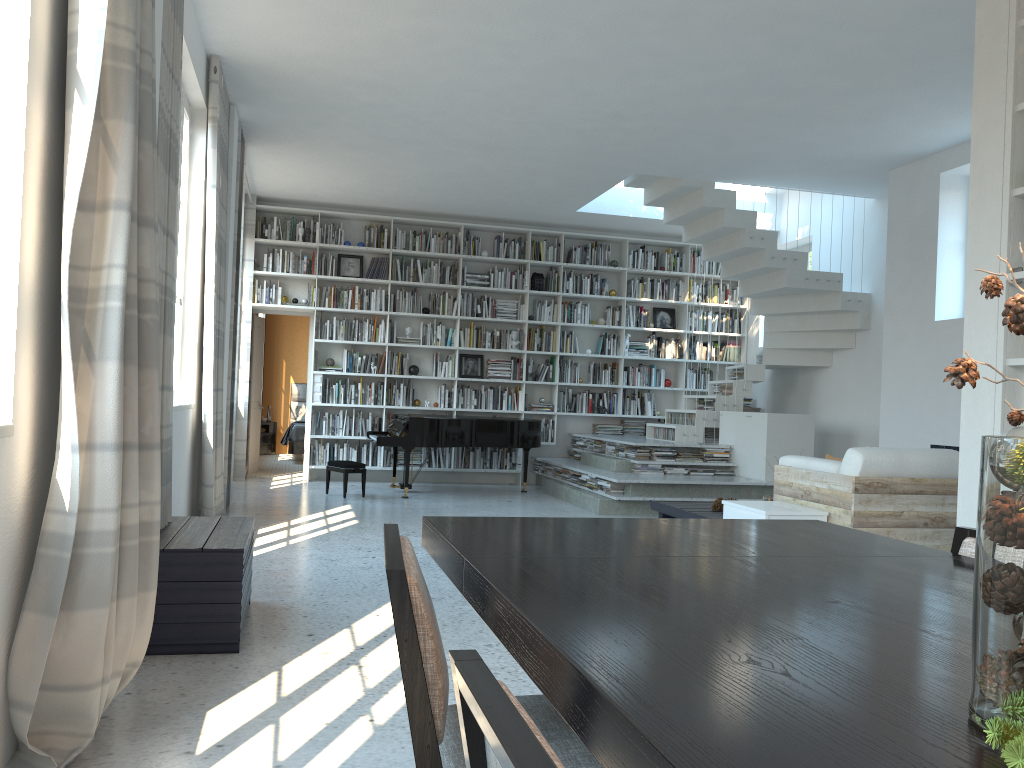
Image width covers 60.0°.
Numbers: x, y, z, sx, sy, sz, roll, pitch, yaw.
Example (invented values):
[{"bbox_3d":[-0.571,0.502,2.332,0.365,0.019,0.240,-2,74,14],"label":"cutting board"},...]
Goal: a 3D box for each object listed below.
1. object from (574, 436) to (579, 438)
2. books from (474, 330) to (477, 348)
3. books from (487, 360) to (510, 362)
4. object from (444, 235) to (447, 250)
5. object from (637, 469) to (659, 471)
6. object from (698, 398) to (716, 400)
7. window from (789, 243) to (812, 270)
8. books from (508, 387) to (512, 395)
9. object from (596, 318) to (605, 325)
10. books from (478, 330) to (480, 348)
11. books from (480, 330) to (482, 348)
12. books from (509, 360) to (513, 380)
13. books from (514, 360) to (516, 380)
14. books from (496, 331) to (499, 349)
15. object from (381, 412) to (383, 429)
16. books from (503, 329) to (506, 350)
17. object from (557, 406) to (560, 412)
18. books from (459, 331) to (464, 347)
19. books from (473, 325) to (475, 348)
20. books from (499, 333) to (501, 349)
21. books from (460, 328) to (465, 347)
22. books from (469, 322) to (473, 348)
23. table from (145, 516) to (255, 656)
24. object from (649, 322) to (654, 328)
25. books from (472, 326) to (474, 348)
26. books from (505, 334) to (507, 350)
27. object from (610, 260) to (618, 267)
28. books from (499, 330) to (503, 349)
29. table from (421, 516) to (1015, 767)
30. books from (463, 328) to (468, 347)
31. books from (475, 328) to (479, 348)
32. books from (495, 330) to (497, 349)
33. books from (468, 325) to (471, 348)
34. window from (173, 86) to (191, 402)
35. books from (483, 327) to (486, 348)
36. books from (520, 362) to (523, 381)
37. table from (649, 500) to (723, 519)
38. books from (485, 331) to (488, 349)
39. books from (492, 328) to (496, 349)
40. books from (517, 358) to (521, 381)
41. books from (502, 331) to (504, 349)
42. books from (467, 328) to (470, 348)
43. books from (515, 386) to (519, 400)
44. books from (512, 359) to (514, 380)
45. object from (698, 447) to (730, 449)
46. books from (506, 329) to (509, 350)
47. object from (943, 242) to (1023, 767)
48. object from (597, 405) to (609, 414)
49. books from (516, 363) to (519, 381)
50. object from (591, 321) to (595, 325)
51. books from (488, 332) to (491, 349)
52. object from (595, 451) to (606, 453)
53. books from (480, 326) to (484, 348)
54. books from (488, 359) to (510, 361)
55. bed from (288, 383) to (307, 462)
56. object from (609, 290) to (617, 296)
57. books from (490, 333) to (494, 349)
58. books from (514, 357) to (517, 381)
[{"bbox_3d":[0.881,0.665,11.104,0.131,0.025,0.290,3,-1,-12],"label":"object"},{"bbox_3d":[-0.464,-0.543,10.846,0.024,0.228,0.147,2,-1,-14],"label":"books"},{"bbox_3d":[-0.163,-0.283,10.909,0.254,0.012,0.161,3,-1,-17],"label":"books"},{"bbox_3d":[-0.809,-1.671,10.753,0.010,0.246,0.157,2,-1,-14],"label":"object"},{"bbox_3d":[1.377,0.873,9.053,0.204,0.004,0.140,3,-1,-11],"label":"object"},{"bbox_3d":[2.311,0.182,10.481,0.161,0.025,0.174,3,-1,-10],"label":"object"},{"bbox_3d":[3.523,-1.069,10.707,0.042,1.226,1.117,2,-1,-14],"label":"window"},{"bbox_3d":[-0.032,0.183,10.958,0.010,0.284,0.132,2,-1,-14],"label":"books"},{"bbox_3d":[1.124,-0.781,11.213,0.111,0.113,0.111,3,-1,-36],"label":"object"},{"bbox_3d":[-0.415,-0.541,10.843,0.012,0.228,0.169,2,-1,-14],"label":"books"},{"bbox_3d":[-0.399,-0.544,10.855,0.025,0.236,0.137,2,-1,-14],"label":"books"},{"bbox_3d":[-0.015,-0.168,10.942,0.012,0.254,0.161,2,-1,-14],"label":"books"},{"bbox_3d":[0.017,-0.167,10.959,0.013,0.256,0.162,2,-1,-14],"label":"books"},{"bbox_3d":[-0.194,-0.529,10.885,0.029,0.224,0.185,2,-1,-14],"label":"books"},{"bbox_3d":[-1.562,0.484,10.600,0.017,0.290,0.089,2,0,-14],"label":"object"},{"bbox_3d":[-0.105,-0.542,10.916,0.025,0.258,0.150,2,-1,-14],"label":"books"},{"bbox_3d":[0.567,0.316,11.065,0.071,0.072,0.071,2,-1,35],"label":"object"},{"bbox_3d":[-0.620,-0.541,10.787,0.053,0.208,0.156,2,-1,-14],"label":"books"},{"bbox_3d":[-0.474,-0.570,10.820,0.010,0.281,0.170,2,-1,-14],"label":"books"},{"bbox_3d":[-0.167,-0.516,10.894,0.029,0.200,0.178,2,-1,-14],"label":"books"},{"bbox_3d":[-0.605,-0.556,10.802,0.042,0.242,0.162,2,-1,-14],"label":"books"},{"bbox_3d":[-0.505,-0.590,10.798,0.014,0.317,0.188,2,-1,-14],"label":"books"},{"bbox_3d":[-1.407,0.834,3.814,0.524,0.415,0.926,3,-1,-14],"label":"table"},{"bbox_3d":[1.768,-0.742,11.341,0.091,0.092,0.091,2,-1,35],"label":"object"},{"bbox_3d":[-0.492,-0.564,10.800,0.015,0.266,0.189,2,-1,-14],"label":"books"},{"bbox_3d":[-0.088,-0.515,10.937,0.022,0.206,0.114,2,-1,-14],"label":"books"},{"bbox_3d":[1.283,-1.506,11.159,0.104,0.105,0.104,2,-1,35],"label":"object"},{"bbox_3d":[-0.143,-0.537,10.889,0.012,0.245,0.186,2,-1,-14],"label":"books"},{"bbox_3d":[0.552,0.704,1.225,1.086,0.736,2.199,3,-1,-14],"label":"table"},{"bbox_3d":[-0.573,-0.558,10.819,0.026,0.248,0.139,2,-1,-14],"label":"books"},{"bbox_3d":[-0.439,-0.557,10.858,0.028,0.259,0.134,2,-1,-14],"label":"books"},{"bbox_3d":[-0.215,-0.535,10.891,0.010,0.234,0.175,2,-1,-14],"label":"books"},{"bbox_3d":[-0.528,-0.574,10.837,0.010,0.284,0.136,2,-1,-14],"label":"books"},{"bbox_3d":[-19.151,-8.821,10.482,32.806,18.538,18.531,3,-1,-10],"label":"window"},{"bbox_3d":[-0.355,-0.558,10.843,0.028,0.267,0.190,2,-1,-14],"label":"books"},{"bbox_3d":[0.098,-0.151,10.954,0.034,0.229,0.199,2,-1,-14],"label":"books"},{"bbox_3d":[1.950,1.136,7.233,1.270,0.218,1.257,3,-1,-14],"label":"table"},{"bbox_3d":[-0.323,-0.531,10.865,0.024,0.216,0.175,2,-1,-14],"label":"books"},{"bbox_3d":[-0.227,-0.548,10.893,0.014,0.258,0.161,2,-1,-14],"label":"books"},{"bbox_3d":[0.075,-0.177,10.959,0.011,0.279,0.186,2,-1,-14],"label":"books"},{"bbox_3d":[-0.134,-0.529,10.928,0.025,0.230,0.143,2,-1,-14],"label":"books"},{"bbox_3d":[-0.545,-0.553,10.820,0.029,0.240,0.155,2,-1,-14],"label":"books"},{"bbox_3d":[0.058,0.179,10.971,0.011,0.300,0.149,2,-1,-14],"label":"books"},{"bbox_3d":[-0.003,-0.171,10.942,0.011,0.260,0.184,2,-1,-14],"label":"books"},{"bbox_3d":[2.122,0.665,9.342,0.284,0.030,0.177,3,-1,-14],"label":"object"},{"bbox_3d":[-0.063,-0.540,10.936,0.024,0.259,0.126,2,-1,-14],"label":"books"},{"bbox_3d":[0.585,0.030,0.725,0.317,0.601,0.541,3,-1,-43],"label":"object"},{"bbox_3d":[1.134,0.320,11.051,0.160,0.114,0.064,3,-1,-26],"label":"object"},{"bbox_3d":[0.054,-0.146,10.972,0.021,0.217,0.132,2,-1,-14],"label":"books"},{"bbox_3d":[1.016,-0.765,11.163,0.068,0.068,0.068,3,-1,-36],"label":"object"},{"bbox_3d":[-0.297,-0.529,10.873,0.030,0.215,0.168,2,-1,-14],"label":"books"},{"bbox_3d":[1.073,0.786,10.243,0.145,0.010,0.266,3,-1,-18],"label":"object"},{"bbox_3d":[-0.377,-0.567,10.852,0.013,0.283,0.176,2,-1,-14],"label":"books"},{"bbox_3d":[-0.162,-0.295,10.907,0.254,0.012,0.161,3,-1,-10],"label":"books"},{"bbox_3d":[-2.556,0.598,13.783,1.770,1.180,2.174,3,-1,-14],"label":"bed"},{"bbox_3d":[1.267,-1.138,11.163,0.100,0.102,0.100,3,-1,-36],"label":"object"},{"bbox_3d":[-0.261,-0.519,10.894,0.050,0.199,0.145,2,-1,-14],"label":"books"},{"bbox_3d":[0.029,-0.183,10.961,0.011,0.288,0.152,2,-1,-14],"label":"books"}]
